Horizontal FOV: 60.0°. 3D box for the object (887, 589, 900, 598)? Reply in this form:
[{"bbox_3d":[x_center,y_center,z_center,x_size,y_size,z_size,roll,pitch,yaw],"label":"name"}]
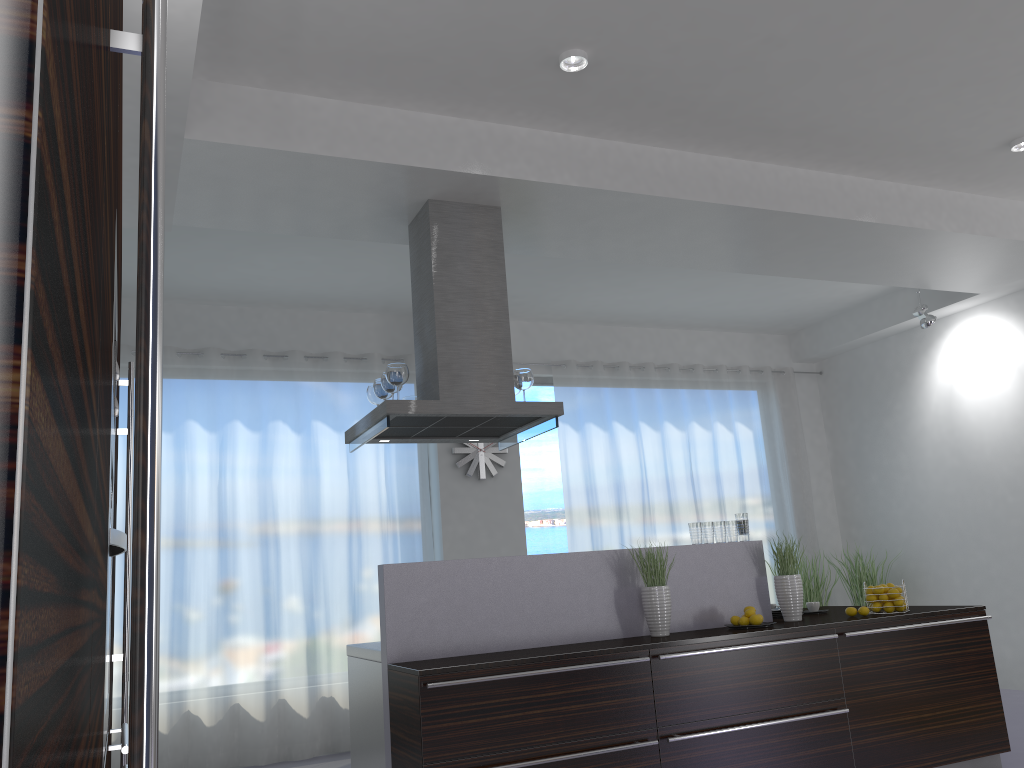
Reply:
[{"bbox_3d":[2.102,1.155,4.888,0.061,0.052,0.053,-2,-13,-11],"label":"object"}]

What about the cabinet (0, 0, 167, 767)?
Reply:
[{"bbox_3d":[-1.085,0.393,1.702,0.669,2.500,3.600,1,-14,-24],"label":"cabinet"}]

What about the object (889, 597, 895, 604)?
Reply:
[{"bbox_3d":[2.118,1.198,4.924,0.051,0.053,0.062,-1,-13,-16],"label":"object"}]

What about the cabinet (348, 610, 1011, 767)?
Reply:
[{"bbox_3d":[0.904,1.761,4.753,3.285,0.852,1.377,1,-14,-24],"label":"cabinet"}]

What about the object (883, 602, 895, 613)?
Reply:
[{"bbox_3d":[2.075,1.231,4.883,0.064,0.063,0.074,-3,-12,-4],"label":"object"}]

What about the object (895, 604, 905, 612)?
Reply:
[{"bbox_3d":[2.133,1.228,4.885,0.051,0.053,0.063,-1,-13,-16],"label":"object"}]

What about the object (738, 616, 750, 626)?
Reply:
[{"bbox_3d":[1.202,1.229,4.587,0.063,0.051,0.053,0,-13,-20],"label":"object"}]

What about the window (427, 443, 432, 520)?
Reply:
[{"bbox_3d":[-2.077,1.113,6.972,3.000,2.500,0.100,1,-14,-24],"label":"window"}]

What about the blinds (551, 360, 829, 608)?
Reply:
[{"bbox_3d":[1.786,1.324,8.372,2.830,3.112,0.120,1,-14,-24],"label":"blinds"}]

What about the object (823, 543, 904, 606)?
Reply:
[{"bbox_3d":[3.289,2.109,8.269,0.656,1.334,0.713,6,-16,-38],"label":"object"}]

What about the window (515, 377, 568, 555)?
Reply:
[{"bbox_3d":[1.360,1.186,8.471,3.000,2.500,0.100,1,-14,-24],"label":"window"}]

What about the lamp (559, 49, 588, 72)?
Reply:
[{"bbox_3d":[0.282,-1.482,4.066,0.132,0.035,0.132,-14,-16,37],"label":"lamp"}]

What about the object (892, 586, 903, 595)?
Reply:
[{"bbox_3d":[2.142,1.150,4.932,0.051,0.053,0.063,-2,-13,-11],"label":"object"}]

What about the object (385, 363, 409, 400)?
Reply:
[{"bbox_3d":[-0.592,0.008,4.602,0.125,0.221,0.125,-4,-12,1],"label":"object"}]

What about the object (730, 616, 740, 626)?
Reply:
[{"bbox_3d":[1.173,1.238,4.634,0.061,0.054,0.052,-9,-13,22],"label":"object"}]

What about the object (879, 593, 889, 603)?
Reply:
[{"bbox_3d":[2.054,1.183,4.900,0.052,0.053,0.062,-14,-16,37],"label":"object"}]

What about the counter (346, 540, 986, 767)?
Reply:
[{"bbox_3d":[0.885,1.546,4.811,3.291,1.300,1.302,1,-14,-24],"label":"counter"}]

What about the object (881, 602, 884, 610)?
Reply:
[{"bbox_3d":[2.077,1.234,4.926,0.057,0.060,0.052,0,-13,-18],"label":"object"}]

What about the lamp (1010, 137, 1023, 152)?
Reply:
[{"bbox_3d":[3.031,-1.424,5.265,0.132,0.035,0.132,-14,-16,37],"label":"lamp"}]

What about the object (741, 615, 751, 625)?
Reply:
[{"bbox_3d":[1.230,1.237,4.645,0.057,0.060,0.071,1,-13,-22],"label":"object"}]

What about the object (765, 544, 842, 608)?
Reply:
[{"bbox_3d":[2.697,2.089,7.976,0.713,1.334,0.656,1,-13,-23],"label":"object"}]

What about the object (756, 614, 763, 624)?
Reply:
[{"bbox_3d":[1.282,1.227,4.619,0.052,0.054,0.061,-16,-17,42],"label":"object"}]

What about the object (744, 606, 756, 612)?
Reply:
[{"bbox_3d":[1.251,1.193,4.665,0.063,0.048,0.053,-12,-14,31],"label":"object"}]

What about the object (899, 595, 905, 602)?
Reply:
[{"bbox_3d":[2.148,1.197,4.915,0.061,0.055,0.051,8,-17,-44],"label":"object"}]

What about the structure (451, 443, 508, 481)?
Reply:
[{"bbox_3d":[-0.269,0.565,7.530,0.505,0.505,0.076,1,-14,-24],"label":"structure"}]

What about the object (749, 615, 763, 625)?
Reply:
[{"bbox_3d":[1.254,1.215,4.561,0.070,0.058,0.060,2,-14,-25],"label":"object"}]

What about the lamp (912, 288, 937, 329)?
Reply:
[{"bbox_3d":[3.474,-0.715,7.525,0.185,0.511,0.150,1,-14,-24],"label":"lamp"}]

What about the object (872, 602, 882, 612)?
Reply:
[{"bbox_3d":[2.018,1.234,4.905,0.060,0.057,0.052,1,-13,-22],"label":"object"}]

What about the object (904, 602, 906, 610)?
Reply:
[{"bbox_3d":[2.181,1.240,4.956,0.053,0.052,0.062,-8,-13,15],"label":"object"}]

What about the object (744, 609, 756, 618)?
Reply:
[{"bbox_3d":[1.238,1.193,4.612,0.061,0.047,0.053,0,-13,-21],"label":"object"}]

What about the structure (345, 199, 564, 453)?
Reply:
[{"bbox_3d":[-0.389,-0.283,5.097,0.981,1.231,0.915,1,-14,-24],"label":"structure"}]

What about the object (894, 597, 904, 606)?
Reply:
[{"bbox_3d":[2.116,1.194,4.854,0.052,0.054,0.061,-16,-17,42],"label":"object"}]

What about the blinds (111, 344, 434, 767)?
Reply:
[{"bbox_3d":[-2.124,1.242,6.668,3.245,3.112,0.120,1,-14,-24],"label":"blinds"}]
